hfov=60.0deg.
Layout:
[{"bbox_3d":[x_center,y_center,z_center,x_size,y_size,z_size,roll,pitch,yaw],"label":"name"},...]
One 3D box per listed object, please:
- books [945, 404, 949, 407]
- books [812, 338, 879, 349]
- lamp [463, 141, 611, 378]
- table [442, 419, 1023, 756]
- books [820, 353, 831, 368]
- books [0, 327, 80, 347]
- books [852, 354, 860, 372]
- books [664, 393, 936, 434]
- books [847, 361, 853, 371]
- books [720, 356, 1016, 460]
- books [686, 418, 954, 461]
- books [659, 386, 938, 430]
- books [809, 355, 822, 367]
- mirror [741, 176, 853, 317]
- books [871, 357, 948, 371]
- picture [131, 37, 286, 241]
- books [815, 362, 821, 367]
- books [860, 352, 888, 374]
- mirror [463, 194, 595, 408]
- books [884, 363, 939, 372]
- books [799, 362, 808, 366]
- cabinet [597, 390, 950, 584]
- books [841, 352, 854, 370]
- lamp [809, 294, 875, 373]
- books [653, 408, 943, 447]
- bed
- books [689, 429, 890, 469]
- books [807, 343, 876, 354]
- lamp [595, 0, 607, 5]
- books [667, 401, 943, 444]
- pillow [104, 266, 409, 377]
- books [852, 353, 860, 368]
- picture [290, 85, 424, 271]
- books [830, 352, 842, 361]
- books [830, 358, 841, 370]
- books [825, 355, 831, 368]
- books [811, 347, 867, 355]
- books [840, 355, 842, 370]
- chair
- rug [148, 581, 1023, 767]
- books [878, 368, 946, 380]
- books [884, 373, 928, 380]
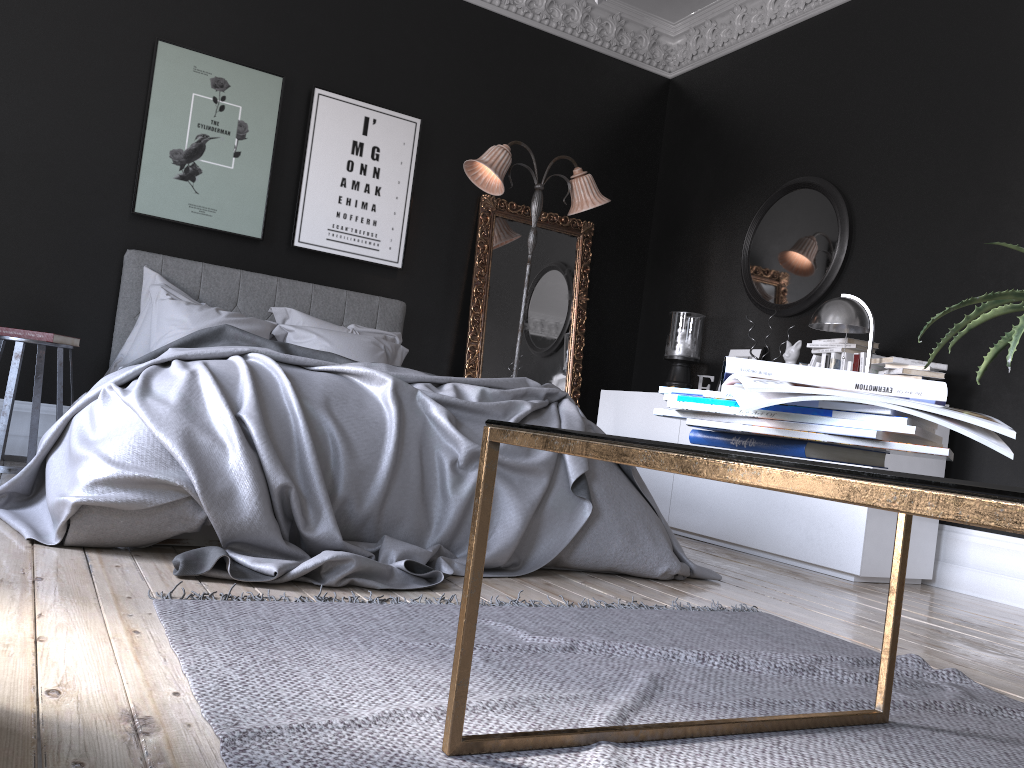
[{"bbox_3d":[2.070,0.097,4.633,0.319,0.025,0.228,8,-3,-19],"label":"books"},{"bbox_3d":[1.916,-0.228,5.104,0.221,0.030,0.306,8,-3,-19],"label":"books"},{"bbox_3d":[0.061,-0.386,5.935,0.986,2.410,0.773,7,-1,4],"label":"lamp"},{"bbox_3d":[0.739,0.425,1.111,1.094,0.558,1.448,9,-3,-29],"label":"table"},{"bbox_3d":[1.866,-0.009,5.139,0.221,0.306,0.030,8,-2,-29],"label":"books"},{"bbox_3d":[-2.502,-0.250,4.649,0.346,0.045,0.275,7,-2,1],"label":"books"},{"bbox_3d":[1.968,-0.001,4.899,0.236,0.295,0.038,8,-2,-29],"label":"books"},{"bbox_3d":[0.414,0.045,1.269,0.318,0.011,0.253,6,-3,33],"label":"books"},{"bbox_3d":[1.935,0.015,4.954,0.195,0.258,0.026,8,-2,-29],"label":"books"},{"bbox_3d":[0.460,0.025,1.212,0.322,0.109,0.273,7,-2,6],"label":"books"},{"bbox_3d":[0.432,0.078,1.229,0.318,0.011,0.253,6,-3,28],"label":"books"},{"bbox_3d":[0.413,0.035,1.277,0.318,0.011,0.253,5,-3,38],"label":"books"},{"bbox_3d":[1.797,-0.011,5.207,0.220,0.296,0.126,8,-2,-29],"label":"books"},{"bbox_3d":[1.832,-0.899,5.815,0.061,0.924,0.923,8,-2,-29],"label":"mirror"},{"bbox_3d":[2.082,-0.103,4.665,0.306,0.030,0.220,8,-2,-9],"label":"books"},{"bbox_3d":[-1.875,-1.505,5.525,0.792,1.078,0.014,8,-2,-29],"label":"picture"},{"bbox_3d":[1.812,0.010,5.179,0.195,0.256,0.091,8,-2,-29],"label":"books"},{"bbox_3d":[1.987,-0.006,4.861,0.220,0.308,0.050,8,-2,-29],"label":"books"},{"bbox_3d":[0.116,-0.235,6.578,0.992,2.191,0.254,8,-2,-29],"label":"mirror"},{"bbox_3d":[2.117,-0.071,4.677,0.220,0.024,0.308,6,-3,36],"label":"books"},{"bbox_3d":[1.726,0.008,5.271,0.203,0.246,0.158,8,-2,-29],"label":"books"},{"bbox_3d":[1.410,0.545,5.498,0.571,0.882,2.395,8,-2,-29],"label":"cabinet"},{"bbox_3d":[1.923,-0.009,4.979,0.220,0.307,0.024,8,-2,-29],"label":"books"},{"bbox_3d":[1.746,-0.187,4.724,0.340,0.590,0.329,6,-2,41],"label":"lamp"},{"bbox_3d":[0.405,0.065,1.262,0.318,0.011,0.253,5,-3,43],"label":"books"},{"bbox_3d":[-0.961,-0.022,4.321,2.769,1.297,3.280,9,-3,-40],"label":"bed"},{"bbox_3d":[0.394,0.092,1.284,0.163,0.023,0.231,9,-3,-28],"label":"books"},{"bbox_3d":[1.890,-0.204,5.089,0.220,0.024,0.307,9,-3,-39],"label":"books"},{"bbox_3d":[0.369,-2.165,2.623,0.782,2.048,0.784,7,-2,15],"label":"lamp"},{"bbox_3d":[0.416,0.055,1.250,0.318,0.011,0.253,6,-3,33],"label":"books"},{"bbox_3d":[-1.419,-0.225,5.328,1.832,0.759,0.679,9,-2,-29],"label":"pillow"},{"bbox_3d":[1.974,-0.004,4.942,0.221,0.306,0.030,8,-2,-29],"label":"books"},{"bbox_3d":[-1.032,-1.376,5.991,0.792,1.078,0.014,8,-2,-29],"label":"picture"},{"bbox_3d":[1.885,-0.011,5.048,0.220,0.307,0.024,8,-2,-29],"label":"books"},{"bbox_3d":[1.861,0.004,5.006,0.205,0.270,0.029,8,-2,-29],"label":"books"},{"bbox_3d":[1.850,-0.007,5.061,0.193,0.289,0.030,8,-2,-29],"label":"books"},{"bbox_3d":[1.885,-0.179,5.095,0.195,0.026,0.258,8,-3,-19],"label":"books"},{"bbox_3d":[1.934,-0.006,5.016,0.221,0.306,0.030,8,-2,-29],"label":"books"},{"bbox_3d":[-2.558,0.104,4.636,0.613,0.672,0.614,7,-2,16],"label":"chair"},{"bbox_3d":[0.814,0.708,1.219,2.108,0.050,3.642,9,-3,-28],"label":"rug"},{"bbox_3d":[2.097,-0.047,4.664,0.220,0.030,0.306,7,-2,1],"label":"books"},{"bbox_3d":[2.087,-0.018,4.665,0.192,0.030,0.290,6,-3,35],"label":"books"}]
